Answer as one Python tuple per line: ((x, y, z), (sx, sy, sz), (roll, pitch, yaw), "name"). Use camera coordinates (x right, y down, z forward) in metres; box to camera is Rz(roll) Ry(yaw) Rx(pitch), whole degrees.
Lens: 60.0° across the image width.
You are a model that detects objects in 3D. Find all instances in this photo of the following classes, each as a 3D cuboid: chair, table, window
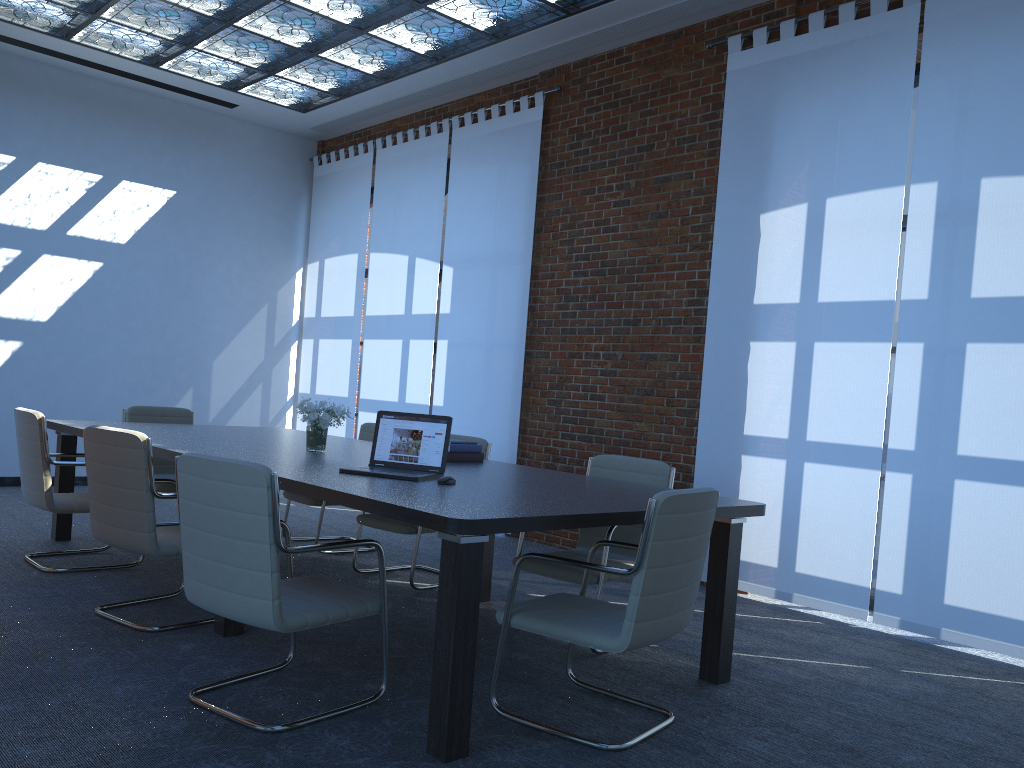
((-2.550, 0.647, 6.645), (0.561, 0.924, 0.705), (4, 1, -43), "chair")
((-0.846, 0.726, 3.303), (0.559, 0.924, 0.707), (5, 1, 36), "chair")
((-1.052, 0.793, 5.007), (1.812, 0.810, 4.496), (5, -1, -43), "table")
((-0.573, 0.781, 5.644), (0.559, 0.924, 0.707), (5, 1, 41), "chair")
((0.407, 0.840, 4.581), (0.559, 0.924, 0.707), (5, 1, 42), "chair")
((1.238, -0.407, 7.103), (0.160, 3.611, 9.605), (3, 0, -43), "window")
((-1.687, 0.679, 4.355), (0.559, 0.924, 0.707), (5, 1, 36), "chair")
((-1.272, 0.742, 6.550), (0.707, 0.924, 0.559), (4, 1, -39), "chair")
((-2.613, 0.624, 5.359), (0.707, 0.924, 0.559), (4, 1, -43), "chair")
((0.352, 0.818, 3.371), (0.705, 0.924, 0.560), (5, 1, 36), "chair")

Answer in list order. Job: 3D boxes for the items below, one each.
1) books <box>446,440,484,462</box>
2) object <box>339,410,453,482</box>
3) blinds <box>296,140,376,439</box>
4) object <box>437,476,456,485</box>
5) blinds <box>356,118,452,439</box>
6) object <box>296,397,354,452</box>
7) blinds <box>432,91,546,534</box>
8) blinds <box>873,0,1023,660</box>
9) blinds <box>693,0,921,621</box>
((-0.349, 0.384, 5.132), (0.295, 0.115, 0.254), (5, -1, -44), "books")
((-0.520, 0.272, 3.999), (0.390, 0.283, 0.323), (4, 0, 21), "object")
((-2.000, -0.719, 9.808), (0.040, 3.760, 1.216), (3, 2, -43), "blinds")
((-0.280, 0.411, 3.785), (0.059, 0.034, 0.101), (4, -1, 28), "object")
((-1.136, -0.668, 8.871), (0.040, 3.760, 1.216), (3, 2, -43), "blinds")
((-1.092, 0.229, 5.031), (0.329, 0.310, 0.335), (4, 0, -32), "object")
((-0.279, -0.617, 7.943), (0.040, 3.760, 1.216), (3, 2, -43), "blinds")
((2.712, -0.440, 4.699), (0.040, 3.760, 1.316), (3, 2, -43), "blinds")
((1.805, -0.493, 5.683), (0.040, 3.760, 1.312), (3, 2, -43), "blinds")
